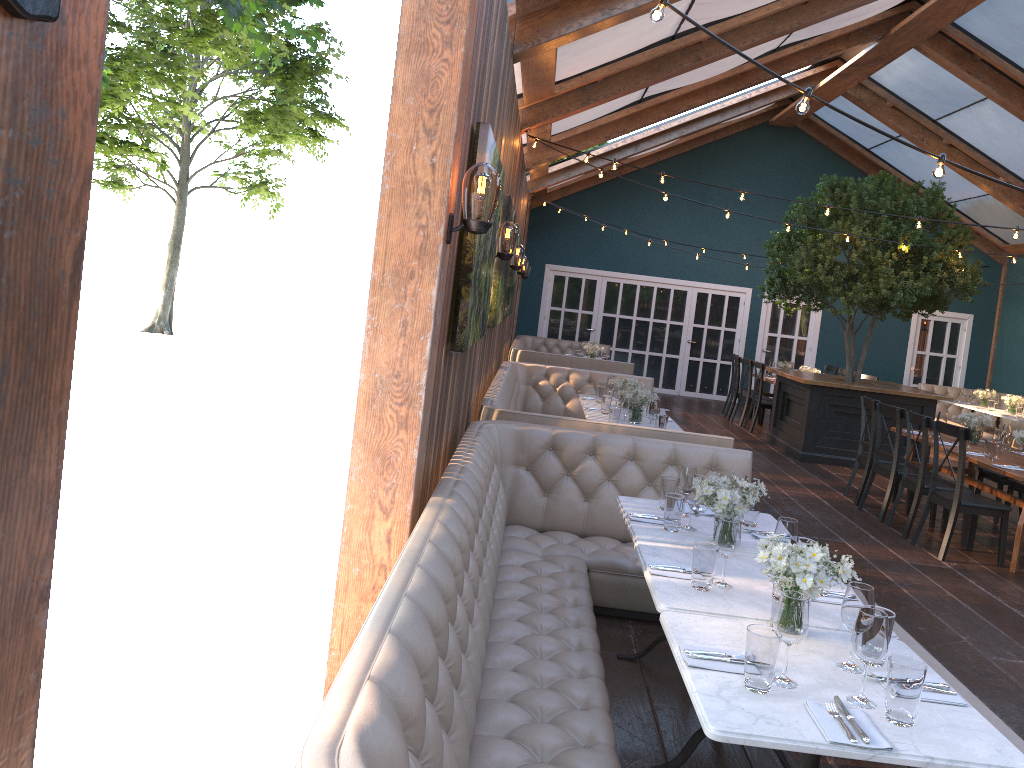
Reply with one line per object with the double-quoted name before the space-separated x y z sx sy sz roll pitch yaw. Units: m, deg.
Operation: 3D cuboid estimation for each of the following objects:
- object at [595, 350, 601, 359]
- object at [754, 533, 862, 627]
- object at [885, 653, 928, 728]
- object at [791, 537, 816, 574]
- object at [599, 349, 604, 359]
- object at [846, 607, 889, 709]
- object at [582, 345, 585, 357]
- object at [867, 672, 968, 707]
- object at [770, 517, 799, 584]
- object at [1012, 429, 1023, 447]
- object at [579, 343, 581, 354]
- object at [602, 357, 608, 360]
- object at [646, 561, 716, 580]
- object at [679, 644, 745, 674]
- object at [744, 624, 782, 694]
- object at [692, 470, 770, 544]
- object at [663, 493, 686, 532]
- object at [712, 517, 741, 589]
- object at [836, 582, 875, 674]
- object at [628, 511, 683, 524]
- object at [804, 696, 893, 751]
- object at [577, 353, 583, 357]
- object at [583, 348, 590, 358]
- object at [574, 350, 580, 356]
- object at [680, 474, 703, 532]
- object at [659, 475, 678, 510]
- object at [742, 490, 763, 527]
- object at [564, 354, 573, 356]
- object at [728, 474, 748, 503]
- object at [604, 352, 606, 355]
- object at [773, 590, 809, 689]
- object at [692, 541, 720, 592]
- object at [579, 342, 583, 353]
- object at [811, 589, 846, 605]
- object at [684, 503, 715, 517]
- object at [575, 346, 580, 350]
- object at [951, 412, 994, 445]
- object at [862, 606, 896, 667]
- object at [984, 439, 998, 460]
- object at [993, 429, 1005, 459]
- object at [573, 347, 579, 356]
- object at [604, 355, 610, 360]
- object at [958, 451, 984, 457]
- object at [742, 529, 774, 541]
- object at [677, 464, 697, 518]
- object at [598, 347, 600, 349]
"object" 1.252 -0.373 12.924 0.092 0.244 0.093 4 4 -41
"object" 0.905 0.635 2.821 0.328 0.308 0.338 5 5 -24
"object" 0.997 0.782 2.253 0.091 0.158 0.092 6 3 -12
"object" 1.105 0.674 3.383 0.091 0.158 0.092 6 3 -12
"object" 1.318 -0.390 13.161 0.092 0.244 0.093 4 4 -41
"object" 0.940 0.723 2.341 0.093 0.244 0.092 9 4 44
"object" 1.123 -0.478 13.766 0.092 0.244 0.093 4 4 -41
"object" 1.117 0.843 2.476 0.255 0.019 0.158 7 6 2
"object" 1.021 0.628 3.319 0.093 0.244 0.092 9 4 44
"object" 4.224 0.508 7.178 0.331 0.308 0.335 10 6 38
"object" 1.157 -0.585 14.797 0.093 0.244 0.092 9 4 44
"object" 1.338 -0.308 12.817 0.091 0.158 0.092 6 3 -12
"object" 0.630 0.696 3.307 0.255 0.019 0.158 7 6 2
"object" 0.608 0.778 2.512 0.255 0.019 0.158 7 6 2
"object" 0.660 0.732 2.349 0.091 0.158 0.092 6 3 -12
"object" 0.914 0.534 3.773 0.330 0.308 0.336 9 5 23
"object" 0.714 0.570 3.917 0.091 0.158 0.092 6 3 -12
"object" 0.776 0.611 3.205 0.093 0.244 0.092 9 4 44
"object" 0.998 0.705 2.569 0.093 0.244 0.092 9 4 44
"object" 0.662 0.617 4.080 0.255 0.019 0.158 7 6 2
"object" 0.830 0.837 2.211 0.157 0.019 0.256 7 6 1
"object" 0.980 -0.361 12.917 0.091 0.158 0.092 6 3 -12
"object" 1.091 -0.400 13.000 0.092 0.244 0.093 4 4 -41
"object" 1.005 -0.443 13.711 0.091 0.158 0.092 6 3 -12
"object" 0.808 0.532 3.978 0.092 0.244 0.093 4 4 -41
"object" 0.761 0.534 4.310 0.091 0.158 0.092 6 3 -12
"object" 1.130 0.592 4.183 0.091 0.158 0.092 6 3 -12
"object" 0.988 -0.476 14.657 0.255 0.019 0.158 7 6 2
"object" 1.046 0.545 4.119 0.092 0.244 0.093 4 4 -41
"object" 1.433 -0.421 13.980 0.091 0.158 0.092 6 3 -12
"object" 0.755 0.693 2.410 0.093 0.244 0.092 9 4 44
"object" 0.682 0.649 3.144 0.091 0.158 0.092 6 3 -12
"object" 1.145 -0.562 14.569 0.093 0.244 0.092 9 4 44
"object" 1.141 0.766 3.226 0.255 0.019 0.158 7 6 2
"object" 0.913 0.617 4.357 0.157 0.019 0.256 7 6 1
"object" 1.090 -0.559 14.888 0.091 0.158 0.092 6 3 -12
"object" 4.286 0.403 8.224 0.336 0.308 0.330 7 4 -3
"object" 1.082 0.752 2.634 0.091 0.158 0.092 6 3 -12
"object" 3.931 0.538 7.274 0.092 0.158 0.092 9 4 28
"object" 4.047 0.499 7.365 0.092 0.244 0.092 7 3 4
"object" 1.037 -0.523 14.487 0.091 0.158 0.092 6 3 -12
"object" 1.411 -0.343 13.225 0.091 0.158 0.092 6 3 -12
"object" 3.908 0.586 7.458 0.255 0.019 0.158 7 6 2
"object" 1.166 0.683 4.026 0.255 0.019 0.158 7 6 2
"object" 0.828 0.509 4.219 0.092 0.244 0.093 4 4 -41
"object" 1.334 -0.466 13.892 0.092 0.244 0.093 4 4 -41
